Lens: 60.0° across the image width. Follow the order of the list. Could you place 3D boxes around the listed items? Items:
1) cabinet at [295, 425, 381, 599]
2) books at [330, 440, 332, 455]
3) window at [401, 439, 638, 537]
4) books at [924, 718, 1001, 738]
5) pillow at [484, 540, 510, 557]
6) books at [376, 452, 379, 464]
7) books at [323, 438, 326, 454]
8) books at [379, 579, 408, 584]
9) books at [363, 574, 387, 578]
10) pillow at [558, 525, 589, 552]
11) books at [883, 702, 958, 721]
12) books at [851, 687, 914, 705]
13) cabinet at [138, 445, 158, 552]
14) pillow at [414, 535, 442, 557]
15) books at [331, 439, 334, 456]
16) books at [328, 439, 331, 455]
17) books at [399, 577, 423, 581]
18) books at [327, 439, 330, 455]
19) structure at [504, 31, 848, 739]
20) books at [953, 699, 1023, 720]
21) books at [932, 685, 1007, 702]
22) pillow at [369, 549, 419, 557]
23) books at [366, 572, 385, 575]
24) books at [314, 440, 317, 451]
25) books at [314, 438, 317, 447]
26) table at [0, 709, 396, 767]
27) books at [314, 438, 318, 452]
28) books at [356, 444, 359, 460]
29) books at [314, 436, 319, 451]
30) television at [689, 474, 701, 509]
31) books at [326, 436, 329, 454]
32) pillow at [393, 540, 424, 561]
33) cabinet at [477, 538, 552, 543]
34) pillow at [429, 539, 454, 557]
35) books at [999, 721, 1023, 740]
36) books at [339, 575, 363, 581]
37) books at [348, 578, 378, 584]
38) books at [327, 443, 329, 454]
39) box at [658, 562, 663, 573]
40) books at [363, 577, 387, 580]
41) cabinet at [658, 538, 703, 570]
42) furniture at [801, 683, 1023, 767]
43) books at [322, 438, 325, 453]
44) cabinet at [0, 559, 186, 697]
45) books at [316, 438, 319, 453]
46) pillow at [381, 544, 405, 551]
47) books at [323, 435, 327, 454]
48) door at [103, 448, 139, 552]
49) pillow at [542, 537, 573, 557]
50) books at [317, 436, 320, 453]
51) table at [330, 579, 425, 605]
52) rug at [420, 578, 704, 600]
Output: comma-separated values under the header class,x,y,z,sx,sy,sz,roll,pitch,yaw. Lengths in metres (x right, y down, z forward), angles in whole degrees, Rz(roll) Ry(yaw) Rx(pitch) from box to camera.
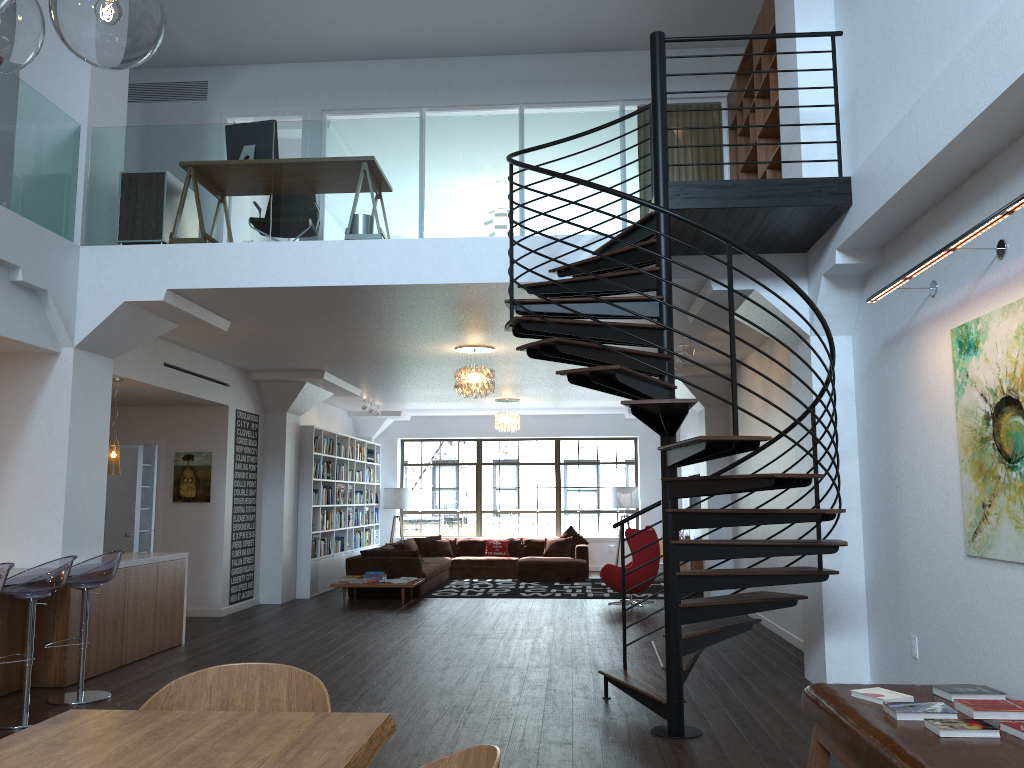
class,x,y,z,sx,sy,sz,roll,pitch,yaw
cabinet,-2.900,2.077,14.724,0.461,2.414,4.500,-1,-7,4
books,-2.860,0.978,13.619,0.174,0.243,0.085,-1,-7,4
window,0.126,2.053,17.495,4.648,1.905,0.114,-1,-7,4
books,1.756,1.345,3.466,0.224,0.032,0.161,-1,-7,4
pillow,-0.268,2.961,15.950,0.465,0.308,0.220,0,-7,0
books,-2.631,1.423,17.017,0.140,0.231,0.042,-1,-7,4
books,-2.885,0.935,13.281,0.174,0.242,0.105,-1,-7,4
books,-1.576,2.612,11.761,0.342,0.040,0.231,-7,-10,43
books,-1.884,2.634,12.199,0.279,0.035,0.191,-2,-8,14
pillow,1.020,2.834,15.926,0.651,0.587,0.335,2,-8,-17
books,1.716,1.378,3.733,0.247,0.040,0.185,-1,-7,7
books,1.688,1.425,4.051,0.161,0.031,0.223,2,-8,-18
cabinet,-5.477,1.473,12.230,0.527,2.991,2.630,-1,-7,4
pillow,-1.470,2.936,15.988,0.580,0.418,0.334,3,-8,-23
books,-2.855,0.986,13.721,0.182,0.255,0.077,-1,-7,4
books,-2.862,0.963,13.533,0.182,0.253,0.098,-1,-7,4
books,-1.399,2.655,12.092,0.256,0.035,0.350,-4,-8,29
books,-2.866,0.961,13.500,0.159,0.248,0.089,-1,-7,4
structure,0.954,-0.113,5.487,1.998,4.352,1.998,5,-9,-35
books,2.055,1.377,3.751,0.283,0.043,0.197,-1,-7,3
books,2.095,1.419,4.066,0.254,0.044,0.183,0,-7,-2
pillow,-1.664,2.547,12.703,0.750,0.364,0.289,-1,-7,3
books,-1.880,2.603,12.201,0.224,0.027,0.157,-1,-7,9
books,-2.923,0.891,12.815,0.167,0.210,0.162,-1,-7,4
books,-2.921,0.876,12.726,0.182,0.215,0.188,-1,-7,4
table,-0.966,1.086,0.668,1.012,0.750,3.803,-1,-7,4
books,-2.911,0.893,12.880,0.161,0.218,0.101,-1,-7,4
books,-2.752,1.189,15.437,0.176,0.290,0.053,-1,-7,4
books,-2.913,0.887,12.946,0.159,0.248,0.089,-1,-7,4
television,2.952,1.875,14.296,0.013,0.816,1.324,-1,-7,3
books,-2.885,0.931,13.434,0.197,0.290,0.136,-1,-7,4
pillow,-1.698,2.746,14.392,0.325,0.391,0.625,-3,-8,20
cabinet,0.097,3.236,16.794,1.520,0.625,0.350,-1,-7,4
pillow,-1.285,2.939,15.877,0.489,0.337,0.238,3,-8,-27
books,2.036,1.339,3.423,0.224,0.036,0.161,0,-7,-2
books,-2.201,2.662,12.152,0.241,0.045,0.334,-1,-7,5
books,-1.977,2.620,11.797,0.236,0.035,0.340,-4,-8,28
books,-2.873,0.970,13.467,0.161,0.222,0.083,-1,-7,4
box,2.776,3.430,16.580,0.228,0.165,0.368,-1,-7,4
books,-1.880,2.669,12.190,0.312,0.037,0.216,1,-7,-6
cabinet,2.802,2.756,14.257,0.459,0.350,4.501,-1,-7,4
furniture,1.860,1.604,3.597,0.907,0.453,1.819,-1,-7,4
books,-2.892,0.924,13.229,0.170,0.251,0.118,-1,-7,4
cabinet,-3.735,1.794,6.295,0.898,0.796,4.493,-1,-7,4
books,-2.906,0.896,12.914,0.161,0.222,0.084,-1,-7,4
pillow,-1.685,2.540,12.974,0.269,0.411,0.559,6,-10,-40
books,-2.885,0.922,13.372,0.176,0.293,0.125,-1,-7,4
door,-5.293,1.852,11.510,0.826,2.032,0.174,-1,-7,4
pillow,0.804,2.897,15.766,0.542,0.362,0.248,-4,-8,24
books,-2.908,0.890,12.989,0.170,0.251,0.118,-1,-7,4
table,-1.786,2.785,11.887,1.100,0.271,0.853,-1,-7,4
rug,0.844,3.145,13.714,4.200,0.007,3.100,-1,-7,5
